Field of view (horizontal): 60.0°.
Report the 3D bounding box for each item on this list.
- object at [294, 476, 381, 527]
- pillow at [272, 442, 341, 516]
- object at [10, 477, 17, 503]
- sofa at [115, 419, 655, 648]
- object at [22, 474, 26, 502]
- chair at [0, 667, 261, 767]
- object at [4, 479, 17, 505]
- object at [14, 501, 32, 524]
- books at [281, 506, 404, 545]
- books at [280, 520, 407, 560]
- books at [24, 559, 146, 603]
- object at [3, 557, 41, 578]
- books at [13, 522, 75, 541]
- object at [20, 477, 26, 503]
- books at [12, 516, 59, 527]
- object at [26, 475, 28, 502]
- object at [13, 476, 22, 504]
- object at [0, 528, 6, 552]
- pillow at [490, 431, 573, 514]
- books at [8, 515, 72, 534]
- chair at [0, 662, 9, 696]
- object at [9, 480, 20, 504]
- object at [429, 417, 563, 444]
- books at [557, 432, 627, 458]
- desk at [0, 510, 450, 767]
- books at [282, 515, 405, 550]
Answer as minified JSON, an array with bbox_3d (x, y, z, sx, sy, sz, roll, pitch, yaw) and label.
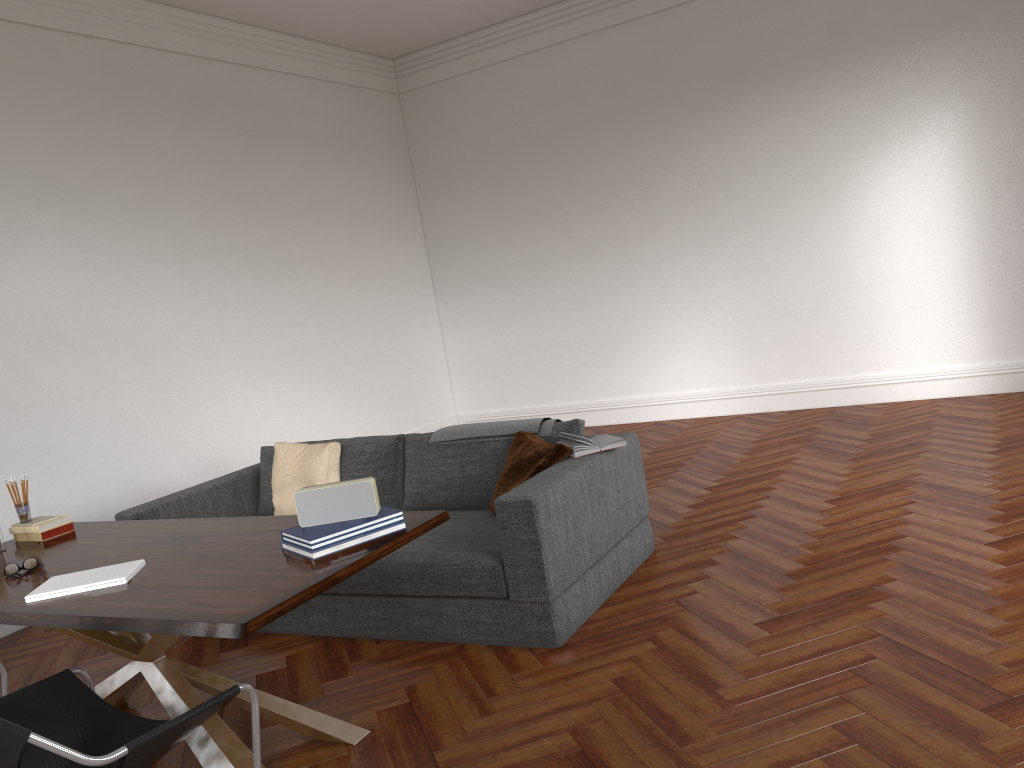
[{"bbox_3d":[-0.596,0.403,3.047,0.275,0.126,0.081,-9,7,3],"label":"object"},{"bbox_3d":[-1.220,0.563,5.204,0.486,0.461,0.224,-6,8,29],"label":"pillow"},{"bbox_3d":[-2.213,0.510,3.960,0.008,0.195,0.038,-15,9,-34],"label":"object"},{"bbox_3d":[-0.727,0.752,4.792,2.647,0.831,1.257,-6,7,29],"label":"sofa"},{"bbox_3d":[-2.183,0.503,3.973,0.008,0.195,0.036,-3,10,41],"label":"object"},{"bbox_3d":[-1.178,1.031,2.314,0.753,0.875,0.743,-6,8,29],"label":"chair"},{"bbox_3d":[-2.212,0.512,3.934,0.032,0.196,0.008,-12,8,-16],"label":"object"},{"bbox_3d":[-2.179,0.574,3.956,0.058,0.091,0.058,-8,7,16],"label":"object"},{"bbox_3d":[-0.580,0.474,3.024,0.343,0.017,0.250,-14,7,-35],"label":"books"},{"bbox_3d":[-0.572,0.514,3.014,0.346,0.027,0.264,-14,7,-35],"label":"books"},{"bbox_3d":[-1.442,0.667,3.014,0.325,0.026,0.230,-10,6,-5],"label":"books"},{"bbox_3d":[-1.846,0.691,3.309,0.114,0.047,0.132,-11,6,-7],"label":"object"},{"bbox_3d":[-2.103,0.663,3.987,0.216,0.040,0.159,-6,7,31],"label":"books"},{"bbox_3d":[-2.166,0.507,3.934,0.049,0.193,0.008,-5,9,33],"label":"object"},{"bbox_3d":[-2.137,0.616,3.976,0.159,0.008,0.128,-6,7,31],"label":"books"},{"bbox_3d":[-2.170,0.504,3.967,0.049,0.193,0.008,-15,9,-36],"label":"object"},{"bbox_3d":[-2.207,0.509,3.969,0.008,0.194,0.044,-14,8,-30],"label":"object"},{"bbox_3d":[-2.308,0.661,3.742,0.150,0.167,0.227,-6,8,29],"label":"object"},{"bbox_3d":[0.086,0.457,4.367,0.330,0.398,0.469,-13,7,-23],"label":"pillow"},{"bbox_3d":[-2.119,0.632,3.983,0.208,0.028,0.163,-7,7,27],"label":"books"},{"bbox_3d":[-2.199,1.144,2.889,0.753,0.875,0.743,-6,8,29],"label":"chair"},{"bbox_3d":[-2.188,0.512,3.919,0.008,0.193,0.049,-10,7,-1],"label":"object"},{"bbox_3d":[-0.019,0.375,4.888,0.753,0.388,0.398,-6,8,29],"label":"object"},{"bbox_3d":[0.381,0.271,4.342,0.278,0.096,0.224,-12,7,-19],"label":"books"},{"bbox_3d":[-1.367,1.013,3.330,2.228,0.753,1.026,-6,7,29],"label":"desk"},{"bbox_3d":[-0.577,0.491,3.026,0.343,0.017,0.250,-14,7,-35],"label":"books"}]
